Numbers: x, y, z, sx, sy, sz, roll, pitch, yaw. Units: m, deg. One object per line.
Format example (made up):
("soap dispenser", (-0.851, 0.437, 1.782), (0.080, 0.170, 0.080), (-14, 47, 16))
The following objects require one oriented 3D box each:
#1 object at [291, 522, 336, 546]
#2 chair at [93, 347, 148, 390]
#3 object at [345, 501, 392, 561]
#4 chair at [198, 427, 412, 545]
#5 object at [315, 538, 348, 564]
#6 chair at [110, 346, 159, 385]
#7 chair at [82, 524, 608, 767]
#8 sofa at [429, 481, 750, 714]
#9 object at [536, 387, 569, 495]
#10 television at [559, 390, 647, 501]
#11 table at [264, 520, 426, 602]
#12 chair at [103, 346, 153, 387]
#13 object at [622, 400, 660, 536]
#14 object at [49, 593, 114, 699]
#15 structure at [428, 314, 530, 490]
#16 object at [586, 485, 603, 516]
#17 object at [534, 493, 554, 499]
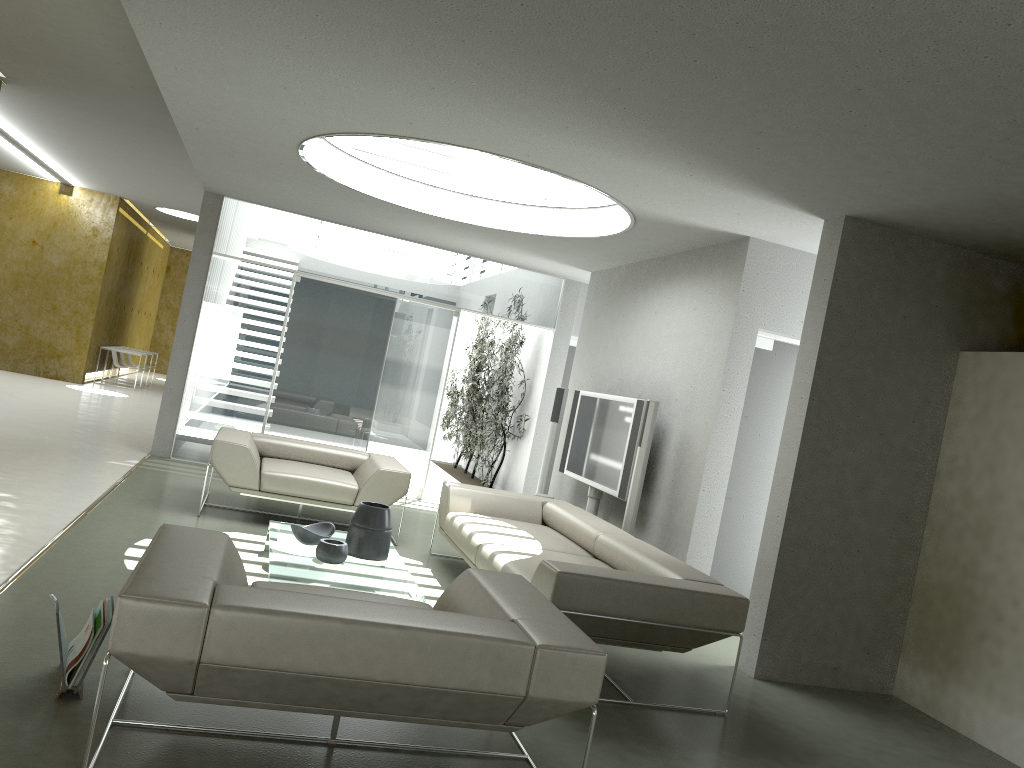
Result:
("object", (-1.193, 0.896, 5.295), (0.223, 0.125, 0.317), (11, -1, 21))
("chair", (-7.308, -0.300, 16.585), (0.710, 0.667, 0.800), (12, -1, -15))
("object", (-0.843, 0.872, 5.284), (0.265, 0.309, 0.265), (12, -1, -32))
("chair", (-1.645, 0.792, 7.071), (1.481, 0.583, 1.039), (12, -1, -15))
("object", (-1.005, 0.936, 4.949), (0.177, 0.113, 0.177), (12, -1, -35))
("chair", (-7.755, -0.375, 18.236), (0.710, 0.667, 0.800), (12, -1, -15))
("chair", (-0.575, 0.970, 3.118), (1.481, 0.583, 1.039), (12, -1, -15))
("sofa", (0.257, 1.158, 5.503), (1.037, 0.585, 2.791), (12, -1, -15))
("object", (0.353, 0.756, 8.545), (0.310, 1.469, 0.310), (11, -1, 12))
("television", (0.775, 0.480, 7.457), (0.127, 0.781, 1.603), (12, -1, -15))
("table", (-1.028, 1.094, 5.156), (0.790, 0.200, 1.500), (12, -1, -15))
("chair", (-7.531, -0.337, 17.410), (0.710, 0.667, 0.800), (12, -1, -15))
("object", (0.875, 0.840, 6.368), (0.310, 1.469, 0.310), (12, -1, -38))
("object", (-1.563, 0.922, 3.162), (0.216, 0.288, 0.329), (12, -1, -25))
("structure", (-0.425, 0.057, 11.507), (0.646, 2.589, 3.371), (12, -1, -16))
("object", (0.579, 1.190, 7.436), (0.323, 0.689, 0.882), (12, -1, -15))
("object", (0.249, 1.246, 8.135), (0.175, 0.461, 0.185), (12, -1, -21))
